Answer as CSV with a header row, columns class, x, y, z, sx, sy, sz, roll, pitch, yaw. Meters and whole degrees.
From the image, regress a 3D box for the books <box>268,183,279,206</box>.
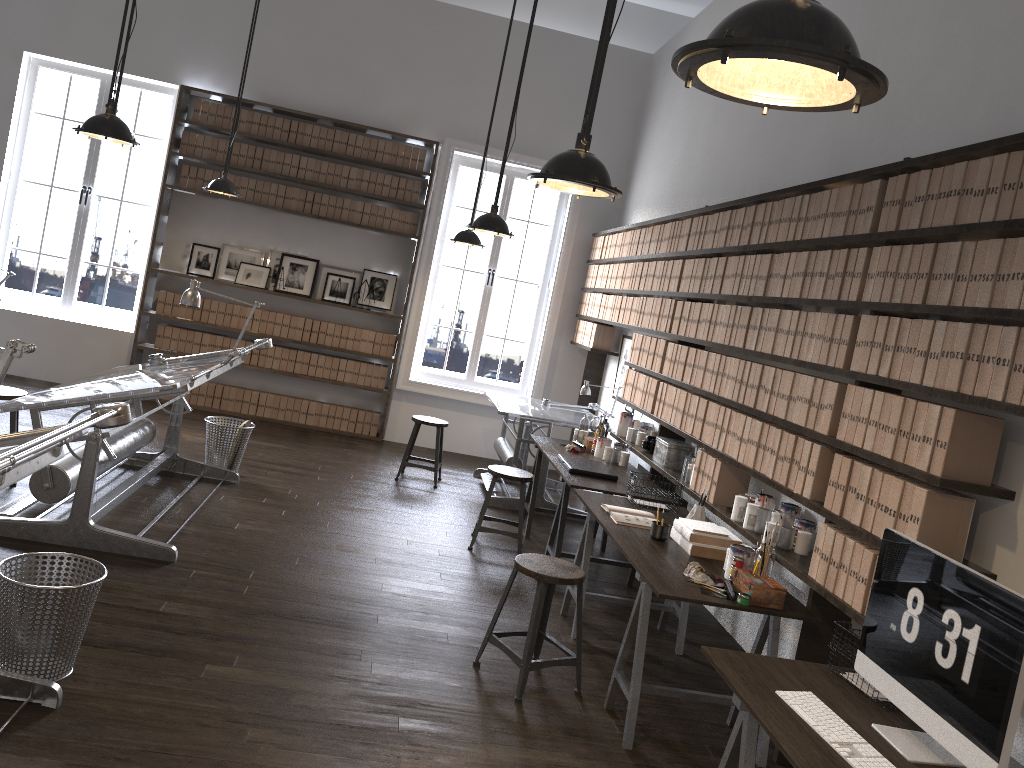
class,x,y,z,sx,sy,sz,roll,pitch,yaw
books,-2.320,-1.838,8.643,0.066,0.225,0.175,11,4,-8

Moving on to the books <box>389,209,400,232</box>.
class,x,y,z,sx,sy,sz,roll,pitch,yaw
books,-1.165,-1.620,8.797,0.066,0.225,0.175,11,4,-8

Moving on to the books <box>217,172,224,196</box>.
class,x,y,z,sx,sy,sz,roll,pitch,yaw
books,-2.787,-1.926,8.583,0.066,0.225,0.175,11,4,-8

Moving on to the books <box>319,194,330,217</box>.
class,x,y,z,sx,sy,sz,roll,pitch,yaw
books,-1.840,-1.747,8.708,0.066,0.225,0.175,11,4,-8

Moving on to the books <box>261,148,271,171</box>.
class,x,y,z,sx,sy,sz,roll,pitch,yaw
books,-2.380,-2.166,8.617,0.066,0.225,0.175,11,4,-8

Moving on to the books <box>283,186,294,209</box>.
class,x,y,z,sx,sy,sz,roll,pitch,yaw
books,-2.179,-1.811,8.659,0.067,0.225,0.175,11,4,-8

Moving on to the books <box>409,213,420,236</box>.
class,x,y,z,sx,sy,sz,roll,pitch,yaw
books,-0.971,-1.584,8.829,0.066,0.225,0.175,11,4,-8

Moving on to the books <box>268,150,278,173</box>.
class,x,y,z,sx,sy,sz,roll,pitch,yaw
books,-2.316,-2.153,8.624,0.066,0.225,0.175,11,4,-8

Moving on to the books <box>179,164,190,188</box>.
class,x,y,z,sx,sy,sz,roll,pitch,yaw
books,-3.139,-1.992,8.535,0.066,0.225,0.175,11,4,-8

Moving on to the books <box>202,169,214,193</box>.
class,x,y,z,sx,sy,sz,roll,pitch,yaw
books,-2.924,-1.951,8.560,0.066,0.225,0.175,11,4,-8

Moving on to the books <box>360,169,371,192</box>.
class,x,y,z,sx,sy,sz,roll,pitch,yaw
books,-1.444,-1.989,8.738,0.067,0.225,0.175,11,4,-8

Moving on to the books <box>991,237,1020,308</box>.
class,x,y,z,sx,sy,sz,roll,pitch,yaw
books,1.581,-0.317,2.701,0.174,0.225,0.067,11,3,-8

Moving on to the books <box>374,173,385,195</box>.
class,x,y,z,sx,sy,sz,roll,pitch,yaw
books,-1.310,-1.964,8.763,0.066,0.225,0.175,11,4,-8

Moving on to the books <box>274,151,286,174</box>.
class,x,y,z,sx,sy,sz,roll,pitch,yaw
books,-2.254,-2.141,8.628,0.067,0.225,0.175,11,4,-8

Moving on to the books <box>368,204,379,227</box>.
class,x,y,z,sx,sy,sz,roll,pitch,yaw
books,-1.372,-1.660,8.775,0.066,0.225,0.175,11,4,-8

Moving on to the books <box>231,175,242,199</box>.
class,x,y,z,sx,sy,sz,roll,pitch,yaw
books,-2.656,-1.901,8.599,0.066,0.225,0.175,11,4,-8

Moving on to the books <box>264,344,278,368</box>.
class,x,y,z,sx,sy,sz,roll,pitch,yaw
books,-2.378,-0.276,8.739,0.066,0.225,0.175,11,4,-8

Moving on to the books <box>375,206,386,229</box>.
class,x,y,z,sx,sy,sz,roll,pitch,yaw
books,-1.304,-1.647,8.786,0.066,0.225,0.175,11,4,-8

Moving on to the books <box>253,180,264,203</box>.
class,x,y,z,sx,sy,sz,roll,pitch,yaw
books,-2.456,-1.864,8.627,0.066,0.225,0.175,11,4,-8

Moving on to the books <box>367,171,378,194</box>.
class,x,y,z,sx,sy,sz,roll,pitch,yaw
books,-1.379,-1.977,8.753,0.066,0.225,0.175,11,4,-8

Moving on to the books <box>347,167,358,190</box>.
class,x,y,z,sx,sy,sz,roll,pitch,yaw
books,-1.570,-2.013,8.724,0.066,0.225,0.175,11,4,-8

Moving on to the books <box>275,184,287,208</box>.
class,x,y,z,sx,sy,sz,roll,pitch,yaw
books,-2.249,-1.824,8.650,0.066,0.225,0.175,11,4,-8

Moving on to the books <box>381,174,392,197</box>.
class,x,y,z,sx,sy,sz,roll,pitch,yaw
books,-1.240,-1.951,8.768,0.066,0.225,0.175,11,4,-8

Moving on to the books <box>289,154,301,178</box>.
class,x,y,z,sx,sy,sz,roll,pitch,yaw
books,-2.114,-2.115,8.650,0.066,0.225,0.175,11,4,-8

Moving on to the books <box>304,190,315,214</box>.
class,x,y,z,sx,sy,sz,roll,pitch,yaw
books,-1.982,-1.774,8.687,0.067,0.225,0.175,11,4,-8

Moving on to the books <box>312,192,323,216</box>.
class,x,y,z,sx,sy,sz,roll,pitch,yaw
books,-1.910,-1.761,8.703,0.066,0.225,0.175,11,4,-8

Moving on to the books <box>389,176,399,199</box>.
class,x,y,z,sx,sy,sz,roll,pitch,yaw
books,-1.172,-1.939,8.782,0.066,0.225,0.175,11,4,-8

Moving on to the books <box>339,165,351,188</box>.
class,x,y,z,sx,sy,sz,roll,pitch,yaw
books,-1.640,-2.026,8.713,0.067,0.225,0.175,11,4,-8

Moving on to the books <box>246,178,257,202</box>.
class,x,y,z,sx,sy,sz,roll,pitch,yaw
books,-2.524,-1.876,8.614,0.067,0.225,0.175,11,4,-8

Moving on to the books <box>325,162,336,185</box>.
class,x,y,z,sx,sy,sz,roll,pitch,yaw
books,-1.777,-2.052,8.700,0.066,0.225,0.175,11,4,-8

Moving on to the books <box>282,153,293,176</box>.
class,x,y,z,sx,sy,sz,roll,pitch,yaw
books,-2.184,-2.128,8.637,0.066,0.225,0.175,11,4,-8

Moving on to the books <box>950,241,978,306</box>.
class,x,y,z,sx,sy,sz,roll,pitch,yaw
books,1.557,-0.341,2.904,0.174,0.225,0.067,11,3,-8

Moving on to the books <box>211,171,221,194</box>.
class,x,y,z,sx,sy,sz,roll,pitch,yaw
books,-2.856,-1.939,8.573,0.066,0.225,0.175,11,4,-8

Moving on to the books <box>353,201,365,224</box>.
class,x,y,z,sx,sy,sz,roll,pitch,yaw
books,-1.510,-1.686,8.754,0.066,0.225,0.175,11,4,-8

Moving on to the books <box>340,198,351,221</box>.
class,x,y,z,sx,sy,sz,roll,pitch,yaw
books,-1.636,-1.709,8.734,0.067,0.225,0.175,11,4,-8

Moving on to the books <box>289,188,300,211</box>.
class,x,y,z,sx,sy,sz,roll,pitch,yaw
books,-2.118,-1.800,8.672,0.066,0.225,0.175,11,4,-8

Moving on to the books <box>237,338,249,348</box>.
class,x,y,z,sx,sy,sz,roll,pitch,yaw
books,-2.656,-0.328,8.703,0.066,0.225,0.175,11,4,-8

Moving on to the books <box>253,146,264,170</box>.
class,x,y,z,sx,sy,sz,roll,pitch,yaw
books,-2.452,-2.179,8.602,0.067,0.225,0.175,11,4,-8

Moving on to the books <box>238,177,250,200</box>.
class,x,y,z,sx,sy,sz,roll,pitch,yaw
books,-2.595,-1.889,8.606,0.066,0.225,0.175,11,4,-8

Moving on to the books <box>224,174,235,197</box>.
class,x,y,z,sx,sy,sz,roll,pitch,yaw
books,-2.721,-1.913,8.586,0.067,0.225,0.175,11,4,-8

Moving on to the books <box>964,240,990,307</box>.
class,x,y,z,sx,sy,sz,roll,pitch,yaw
books,1.566,-0.333,2.834,0.174,0.225,0.067,11,3,-8

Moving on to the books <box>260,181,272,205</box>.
class,x,y,z,sx,sy,sz,roll,pitch,yaw
books,-2.389,-1.851,8.638,0.066,0.225,0.175,11,4,-8

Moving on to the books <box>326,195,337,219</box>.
class,x,y,z,sx,sy,sz,roll,pitch,yaw
books,-1.771,-1.735,8.721,0.066,0.225,0.175,11,4,-8

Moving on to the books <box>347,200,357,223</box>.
class,x,y,z,sx,sy,sz,roll,pitch,yaw
books,-1.572,-1.697,8.747,0.066,0.225,0.175,11,4,-8

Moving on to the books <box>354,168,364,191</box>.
class,x,y,z,sx,sy,sz,roll,pitch,yaw
books,-1.509,-2.002,8.734,0.066,0.225,0.175,11,4,-8

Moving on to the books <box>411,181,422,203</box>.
class,x,y,z,sx,sy,sz,roll,pitch,yaw
books,-0.953,-1.897,8.809,0.066,0.225,0.175,11,4,-8

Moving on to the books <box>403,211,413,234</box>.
class,x,y,z,sx,sy,sz,roll,pitch,yaw
books,-1.039,-1.597,8.819,0.066,0.225,0.175,11,4,-8

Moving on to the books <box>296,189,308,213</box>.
class,x,y,z,sx,sy,sz,roll,pitch,yaw
books,-2.055,-1.788,8.683,0.066,0.225,0.175,11,4,-8

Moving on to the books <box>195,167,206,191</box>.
class,x,y,z,sx,sy,sz,roll,pitch,yaw
books,-2.994,-1.965,8.555,0.066,0.225,0.175,11,4,-8

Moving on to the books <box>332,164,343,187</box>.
class,x,y,z,sx,sy,sz,roll,pitch,yaw
books,-1.709,-2.039,8.707,0.066,0.225,0.175,11,4,-8

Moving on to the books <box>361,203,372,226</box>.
class,x,y,z,sx,sy,sz,roll,pitch,yaw
books,-1.440,-1.672,8.761,0.067,0.225,0.175,11,4,-8

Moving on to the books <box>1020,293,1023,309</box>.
class,x,y,z,sx,sy,sz,roll,pitch,yaw
books,1.594,-0.302,2.566,0.174,0.225,0.067,11,3,-8

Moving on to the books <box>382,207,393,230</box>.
class,x,y,z,sx,sy,sz,roll,pitch,yaw
books,-1.236,-1.634,8.791,0.066,0.225,0.175,11,4,-8

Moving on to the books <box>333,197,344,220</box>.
class,x,y,z,sx,sy,sz,roll,pitch,yaw
books,-1.702,-1.722,8.730,0.066,0.225,0.175,11,4,-8

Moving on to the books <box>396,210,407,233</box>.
class,x,y,z,sx,sy,sz,roll,pitch,yaw
books,-1.100,-1.608,8.806,0.067,0.225,0.175,11,4,-8

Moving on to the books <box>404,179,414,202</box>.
class,x,y,z,sx,sy,sz,roll,pitch,yaw
books,-1.027,-1.911,8.802,0.066,0.225,0.175,11,4,-8

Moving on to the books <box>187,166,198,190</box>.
class,x,y,z,sx,sy,sz,roll,pitch,yaw
books,-3.067,-1.978,8.540,0.067,0.225,0.175,11,4,-8
